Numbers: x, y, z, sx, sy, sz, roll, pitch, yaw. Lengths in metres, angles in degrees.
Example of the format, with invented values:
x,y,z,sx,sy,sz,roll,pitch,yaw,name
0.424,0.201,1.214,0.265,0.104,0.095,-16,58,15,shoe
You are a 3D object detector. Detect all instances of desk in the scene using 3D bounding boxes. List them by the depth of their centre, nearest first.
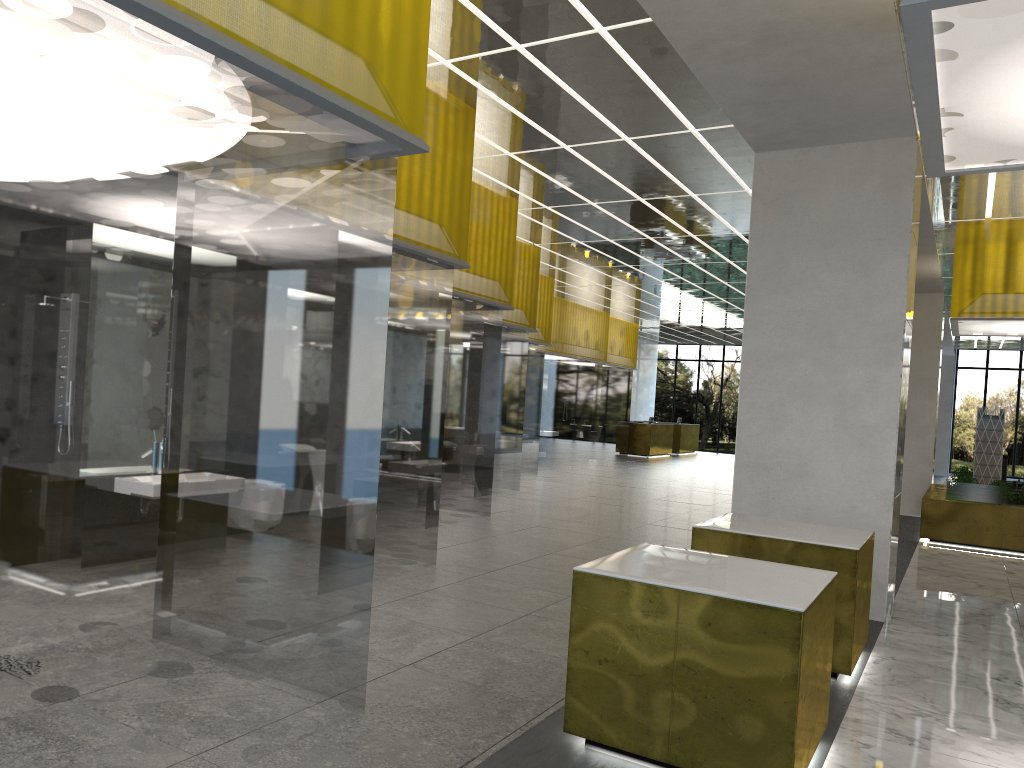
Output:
x,y,z,sx,sy,sz,roll,pitch,yaw,name
5.568,2.551,40.668,3.391,1.508,3.300,3,-1,31,desk
7.697,2.757,44.658,3.391,1.508,3.300,3,-1,31,desk

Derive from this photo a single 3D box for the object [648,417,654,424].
x,y,z,sx,sy,sz,roll,pitch,yaw,name
6.393,1.872,40.124,0.580,0.668,0.710,4,0,30,object

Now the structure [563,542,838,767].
x,y,z,sx,sy,sz,roll,pitch,yaw,name
1.275,1.814,5.650,1.439,1.174,1.368,3,0,31,structure

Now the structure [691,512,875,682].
x,y,z,sx,sy,sz,roll,pitch,yaw,name
2.533,1.936,8.007,1.439,1.174,1.368,3,0,31,structure

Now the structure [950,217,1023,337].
x,y,z,sx,sy,sz,roll,pitch,yaw,name
10.147,-2.147,15.841,3.431,2.270,3.074,3,-1,31,structure

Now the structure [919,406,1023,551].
x,y,z,sx,sy,sz,roll,pitch,yaw,name
10.523,1.787,16.920,4.080,2.571,4.879,3,-1,30,structure

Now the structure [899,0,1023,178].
x,y,z,sx,sy,sz,roll,pitch,yaw,name
4.023,-2.741,4.361,3.430,2.270,3.074,3,-1,31,structure

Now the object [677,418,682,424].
x,y,z,sx,sy,sz,roll,pitch,yaw,name
8.540,2.080,44.150,0.580,0.668,0.711,4,0,30,object
